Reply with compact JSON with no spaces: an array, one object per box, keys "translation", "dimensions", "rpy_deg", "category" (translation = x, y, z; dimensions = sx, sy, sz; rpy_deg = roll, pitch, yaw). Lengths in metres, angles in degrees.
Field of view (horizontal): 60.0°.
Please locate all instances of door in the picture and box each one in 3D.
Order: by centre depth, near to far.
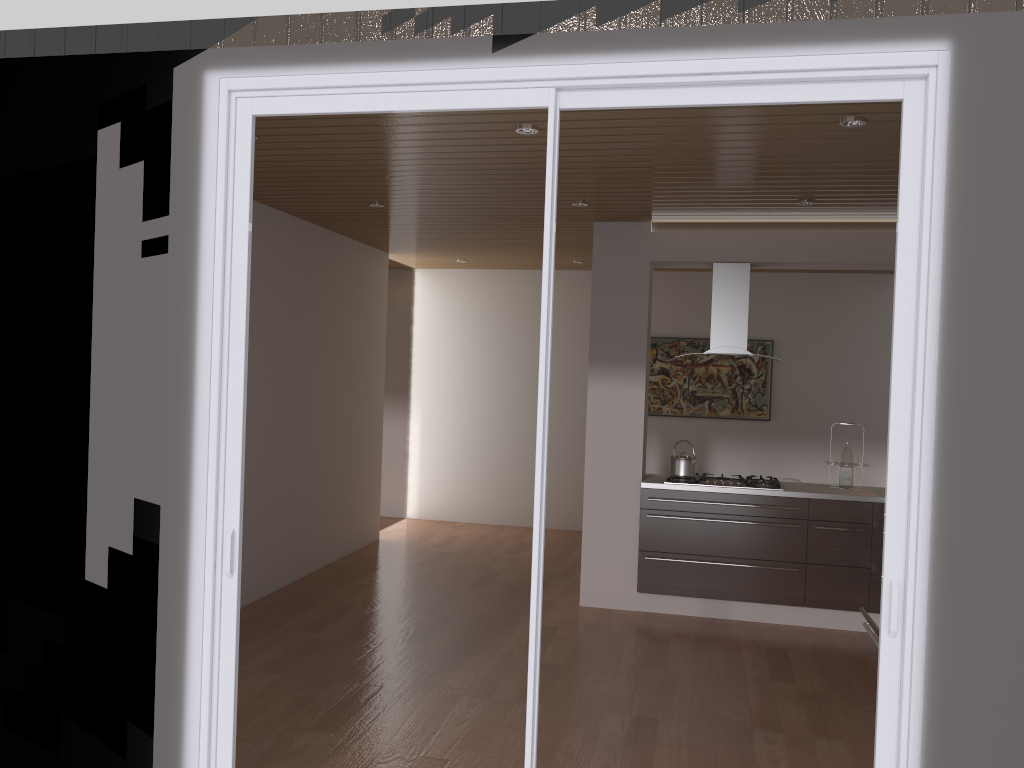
[{"translation":[0.093,0.251,2.838],"dimensions":[2.300,2.700,0.101],"rpy_deg":[2,1,12],"category":"door"}]

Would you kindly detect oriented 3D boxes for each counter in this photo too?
[{"translation":[1.857,0.735,5.502],"dimensions":[2.150,0.036,1.850],"rpy_deg":[2,1,12],"category":"counter"}]

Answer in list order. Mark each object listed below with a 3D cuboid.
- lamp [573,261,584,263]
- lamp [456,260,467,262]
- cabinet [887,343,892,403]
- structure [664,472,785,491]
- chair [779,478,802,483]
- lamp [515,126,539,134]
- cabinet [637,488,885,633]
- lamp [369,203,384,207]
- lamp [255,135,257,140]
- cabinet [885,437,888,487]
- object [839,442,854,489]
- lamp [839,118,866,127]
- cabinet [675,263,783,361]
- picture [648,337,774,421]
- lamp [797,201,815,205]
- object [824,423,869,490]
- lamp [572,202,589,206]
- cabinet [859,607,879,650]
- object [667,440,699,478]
[{"translation":[0.633,-1.186,8.468],"dimensions":[0.102,0.055,0.102],"rpy_deg":[2,1,-5],"category":"lamp"},{"translation":[-0.494,-1.230,8.713],"dimensions":[0.102,0.055,0.102],"rpy_deg":[2,1,-5],"category":"lamp"},{"translation":[2.943,-0.105,6.723],"dimensions":[0.172,0.600,0.619],"rpy_deg":[2,1,-2],"category":"cabinet"},{"translation":[1.480,0.670,6.230],"dimensions":[0.797,0.047,0.494],"rpy_deg":[2,1,12],"category":"structure"},{"translation":[1.987,1.181,7.079],"dimensions":[0.608,0.847,0.491],"rpy_deg":[2,1,-18],"category":"chair"},{"translation":[0.067,-1.135,3.887],"dimensions":[0.102,0.055,0.102],"rpy_deg":[2,1,-5],"category":"lamp"},{"translation":[1.841,1.188,5.509],"dimensions":[2.150,0.870,1.850],"rpy_deg":[2,1,12],"category":"cabinet"},{"translation":[-0.890,-1.200,5.834],"dimensions":[0.102,0.055,0.102],"rpy_deg":[2,1,-16],"category":"lamp"},{"translation":[-1.252,-1.187,4.174],"dimensions":[0.102,0.055,0.102],"rpy_deg":[2,1,-5],"category":"lamp"},{"translation":[2.978,0.646,6.740],"dimensions":[0.194,0.600,0.598],"rpy_deg":[2,1,12],"category":"cabinet"},{"translation":[2.323,0.562,6.152],"dimensions":[0.091,0.319,0.091],"rpy_deg":[1,1,-43],"category":"object"},{"translation":[1.385,-1.083,3.600],"dimensions":[0.102,0.055,0.102],"rpy_deg":[2,1,-5],"category":"lamp"},{"translation":[2.002,-0.337,5.517],"dimensions":[2.058,1.032,1.399],"rpy_deg":[2,1,16],"category":"cabinet"},{"translation":[1.947,-0.056,8.907],"dimensions":[1.277,0.801,0.018],"rpy_deg":[2,1,12],"category":"picture"},{"translation":[1.747,-1.096,5.260],"dimensions":[0.102,0.055,0.102],"rpy_deg":[2,1,-16],"category":"lamp"},{"translation":[2.341,0.498,6.202],"dimensions":[0.291,0.453,0.210],"rpy_deg":[2,1,17],"category":"object"},{"translation":[0.428,-1.148,5.547],"dimensions":[0.102,0.055,0.102],"rpy_deg":[2,1,-5],"category":"lamp"},{"translation":[1.993,0.585,3.501],"dimensions":[1.047,1.948,1.796],"rpy_deg":[2,1,12],"category":"cabinet"},{"translation":[1.193,0.513,6.173],"dimensions":[0.221,0.251,0.221],"rpy_deg":[2,1,5],"category":"object"}]
